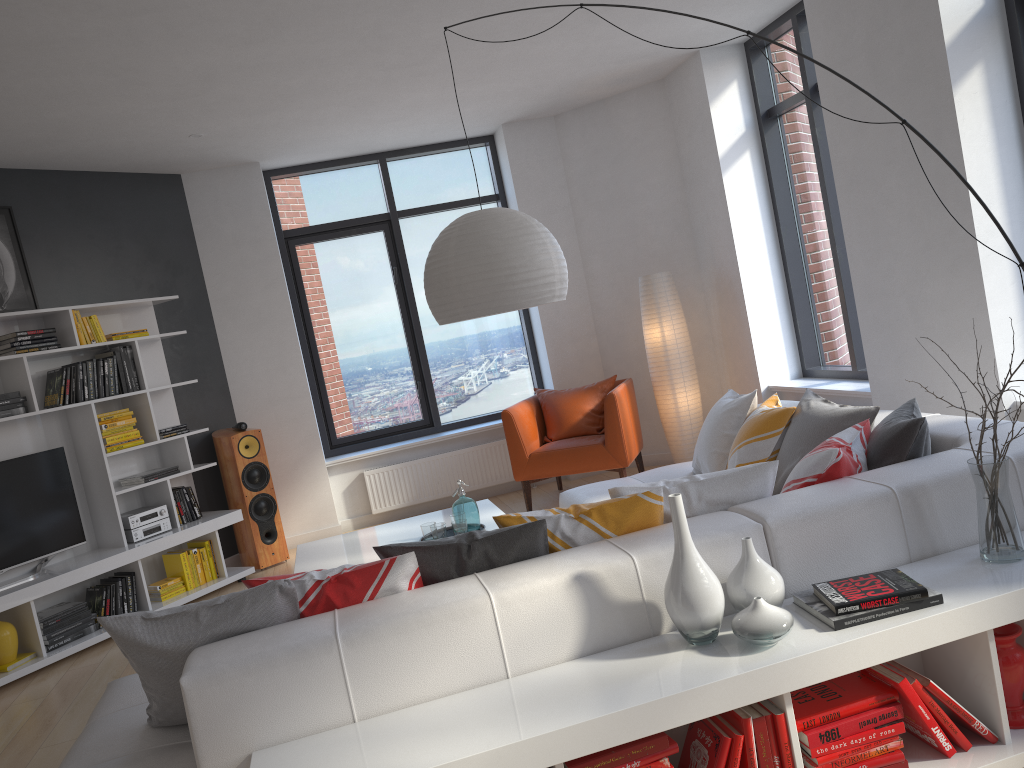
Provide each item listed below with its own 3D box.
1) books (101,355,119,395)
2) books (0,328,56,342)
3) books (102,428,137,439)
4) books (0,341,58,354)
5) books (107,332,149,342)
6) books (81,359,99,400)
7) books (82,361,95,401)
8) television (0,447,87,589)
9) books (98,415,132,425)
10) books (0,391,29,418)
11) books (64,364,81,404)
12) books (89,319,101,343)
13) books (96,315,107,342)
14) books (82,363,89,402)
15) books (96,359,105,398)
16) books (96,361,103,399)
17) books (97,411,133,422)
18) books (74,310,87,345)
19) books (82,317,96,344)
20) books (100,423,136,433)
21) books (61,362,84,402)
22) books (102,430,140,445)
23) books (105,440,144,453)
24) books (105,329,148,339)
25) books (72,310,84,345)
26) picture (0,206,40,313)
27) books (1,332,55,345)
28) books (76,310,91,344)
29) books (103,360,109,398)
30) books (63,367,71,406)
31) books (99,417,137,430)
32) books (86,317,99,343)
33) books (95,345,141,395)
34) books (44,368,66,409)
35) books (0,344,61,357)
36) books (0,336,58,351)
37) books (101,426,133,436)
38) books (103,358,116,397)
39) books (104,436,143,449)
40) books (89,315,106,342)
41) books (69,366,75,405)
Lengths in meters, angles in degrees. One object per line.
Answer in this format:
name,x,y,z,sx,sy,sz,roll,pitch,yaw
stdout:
books,-2.657,-0.045,5.825,0.197,0.260,0.066,-9,5,33
books,-2.983,-0.300,5.438,0.209,0.030,0.266,-9,5,27
books,-2.634,0.334,5.847,0.189,0.014,0.251,-8,5,36
books,-2.965,-0.222,5.439,0.189,0.020,0.264,-9,5,32
books,-2.608,-0.305,5.957,0.194,0.028,0.257,-8,5,38
books,-2.735,-0.020,5.708,0.197,0.260,0.066,-9,5,33
books,-2.751,-0.010,5.679,0.191,0.249,0.084,-9,5,33
television,-3.045,0.830,5.131,0.207,0.704,1.102,-9,5,33
books,-2.647,0.243,5.845,0.227,0.022,0.160,-15,6,-41
books,-3.081,0.149,5.200,0.277,0.137,0.343,-9,5,28
books,-2.775,0.007,5.594,0.172,0.242,0.069,-9,5,34
books,-2.710,-0.333,5.708,0.108,0.161,0.046,-9,5,32
books,-2.707,-0.351,5.759,0.142,0.184,0.044,-9,5,34
books,-2.765,0.000,5.646,0.179,0.243,0.068,-9,5,32
books,-2.709,-0.026,5.744,0.192,0.254,0.075,-9,5,32
books,-2.698,-0.018,5.711,0.172,0.242,0.069,-9,5,34
books,-2.644,0.219,5.848,0.163,0.023,0.223,-8,5,37
books,-2.796,-0.344,5.640,0.163,0.224,0.041,-9,5,31
books,-2.748,-0.334,5.685,0.132,0.180,0.054,-9,5,33
books,-2.638,0.297,5.846,0.171,0.019,0.239,-9,5,33
books,-2.786,-0.001,5.627,0.192,0.254,0.075,-9,5,32
books,-2.616,0.360,5.844,0.189,0.042,0.243,-9,5,33
books,-2.592,0.415,5.843,0.194,0.028,0.257,-8,5,38
books,-2.621,-0.328,5.957,0.203,0.024,0.257,-8,5,36
books,-2.792,-0.345,5.611,0.161,0.229,0.041,-9,5,32
picture,-3.417,-0.676,5.095,0.076,0.707,1.279,-9,5,33
books,-2.967,-0.276,5.437,0.180,0.026,0.246,-8,5,36
books,-2.787,-0.348,5.670,0.164,0.224,0.054,-9,5,32
books,-2.683,-0.027,5.759,0.179,0.243,0.071,-9,5,32
books,-2.831,0.025,5.553,0.187,0.234,0.096,-9,5,34
books,-2.636,0.270,5.851,0.176,0.033,0.239,-8,5,36
books,-2.731,-0.338,5.698,0.128,0.178,0.044,-9,5,33
books,-2.634,-0.082,5.920,0.259,0.321,0.128,-9,5,33
books,-2.845,0.029,5.523,0.182,0.234,0.104,-9,5,33
books,-2.957,-0.198,5.440,0.214,0.030,0.284,-8,5,37
books,-2.985,-0.245,5.451,0.214,0.030,0.284,-8,5,37
books,-2.626,0.316,5.828,0.145,0.023,0.217,-8,5,37
books,-2.673,-0.035,5.797,0.191,0.249,0.084,-9,5,33
books,-2.606,0.392,5.843,0.203,0.024,0.257,-8,5,36
books,-2.712,-0.347,5.735,0.141,0.184,0.064,-9,5,34
books,-2.803,0.017,5.572,0.169,0.233,0.081,-9,5,32
